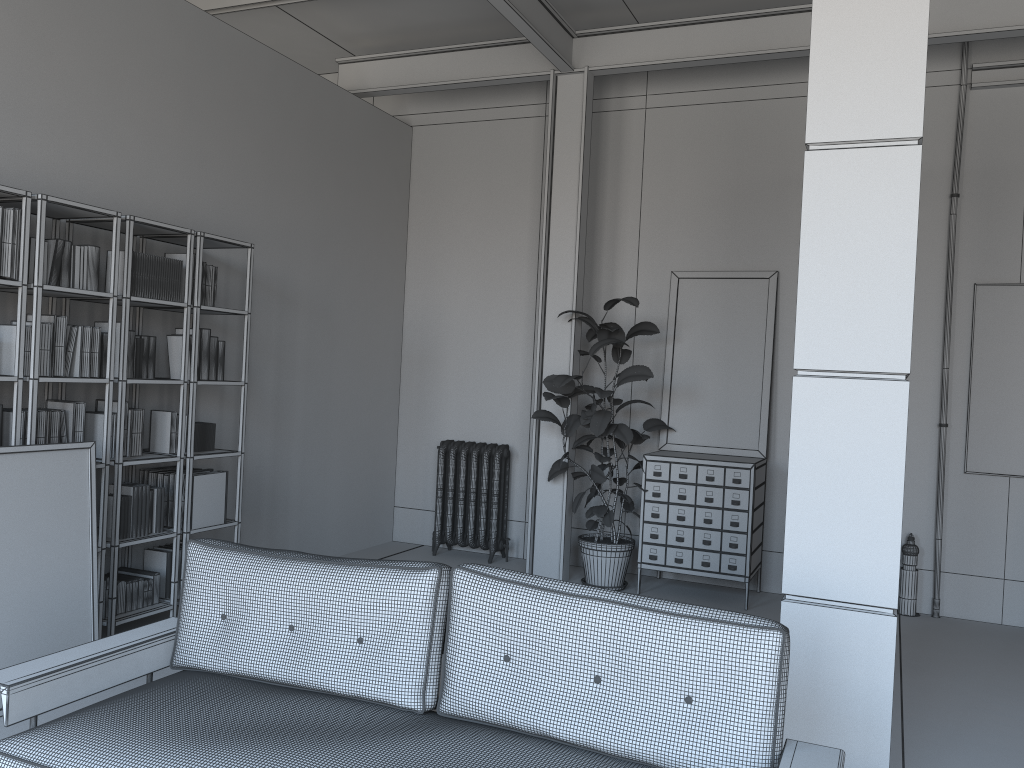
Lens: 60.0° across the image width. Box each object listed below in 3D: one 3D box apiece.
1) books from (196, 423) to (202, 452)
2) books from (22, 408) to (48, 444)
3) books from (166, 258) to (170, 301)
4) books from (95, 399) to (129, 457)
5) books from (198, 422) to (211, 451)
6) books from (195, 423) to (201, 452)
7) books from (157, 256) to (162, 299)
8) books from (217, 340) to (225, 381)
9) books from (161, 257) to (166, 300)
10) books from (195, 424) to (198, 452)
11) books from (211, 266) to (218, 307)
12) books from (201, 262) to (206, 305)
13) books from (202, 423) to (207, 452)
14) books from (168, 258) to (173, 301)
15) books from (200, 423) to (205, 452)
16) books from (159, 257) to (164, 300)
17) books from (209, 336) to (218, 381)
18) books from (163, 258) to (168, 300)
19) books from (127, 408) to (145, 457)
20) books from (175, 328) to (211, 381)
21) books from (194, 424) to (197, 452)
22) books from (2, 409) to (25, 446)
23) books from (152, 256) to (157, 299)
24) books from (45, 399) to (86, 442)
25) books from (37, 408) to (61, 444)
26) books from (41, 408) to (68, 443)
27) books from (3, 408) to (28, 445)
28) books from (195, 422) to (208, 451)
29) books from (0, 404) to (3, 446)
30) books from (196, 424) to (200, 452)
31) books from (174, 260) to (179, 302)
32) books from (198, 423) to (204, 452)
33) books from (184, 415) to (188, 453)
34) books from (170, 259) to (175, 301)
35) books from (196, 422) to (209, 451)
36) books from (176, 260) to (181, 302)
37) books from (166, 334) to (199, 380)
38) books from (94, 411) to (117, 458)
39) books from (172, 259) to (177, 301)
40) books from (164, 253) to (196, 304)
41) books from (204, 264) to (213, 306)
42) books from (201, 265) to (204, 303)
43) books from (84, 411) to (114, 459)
[{"bbox_3d":[-1.894,0.319,5.254,0.134,0.177,0.012,3,0,23],"label":"books"},{"bbox_3d":[-2.358,0.254,4.313,0.193,0.265,0.062,3,0,23],"label":"books"},{"bbox_3d":[-1.945,-0.571,4.841,0.182,0.240,0.016,3,0,23],"label":"books"},{"bbox_3d":[-2.173,0.238,4.797,0.222,0.303,0.038,3,0,23],"label":"books"},{"bbox_3d":[-1.867,0.319,5.318,0.134,0.177,0.012,3,0,23],"label":"books"},{"bbox_3d":[-1.899,0.318,5.243,0.134,0.177,0.012,3,0,23],"label":"books"},{"bbox_3d":[-1.970,-0.572,4.783,0.182,0.240,0.016,3,0,23],"label":"books"},{"bbox_3d":[-1.805,-0.140,5.324,0.180,0.244,0.057,3,0,23],"label":"books"},{"bbox_3d":[-1.957,-0.571,4.812,0.182,0.240,0.016,3,0,23],"label":"books"},{"bbox_3d":[-1.908,0.318,5.222,0.134,0.177,0.012,3,0,23],"label":"books"},{"bbox_3d":[-1.819,-0.573,5.231,0.168,0.243,0.029,3,0,18],"label":"books"},{"bbox_3d":[-1.865,-0.582,5.155,0.189,0.258,0.027,3,0,23],"label":"books"},{"bbox_3d":[-1.881,0.319,5.286,0.134,0.177,0.012,3,0,23],"label":"books"},{"bbox_3d":[-1.939,-0.571,4.855,0.182,0.240,0.016,3,0,23],"label":"books"},{"bbox_3d":[-1.885,0.319,5.275,0.134,0.177,0.012,3,0,23],"label":"books"},{"bbox_3d":[-1.964,-0.572,4.797,0.182,0.240,0.016,3,0,23],"label":"books"},{"bbox_3d":[-1.840,-0.152,5.250,0.195,0.266,0.091,3,0,23],"label":"books"},{"bbox_3d":[-1.951,-0.571,4.826,0.182,0.240,0.016,3,0,23],"label":"books"},{"bbox_3d":[-2.117,0.262,4.841,0.193,0.265,0.091,3,0,23],"label":"books"},{"bbox_3d":[-1.856,-0.173,5.159,0.224,0.304,0.071,3,0,23],"label":"books"},{"bbox_3d":[-1.913,0.318,5.211,0.134,0.177,0.012,3,0,23],"label":"books"},{"bbox_3d":[-2.399,0.253,4.190,0.193,0.265,0.062,3,0,23],"label":"books"},{"bbox_3d":[-1.982,-0.572,4.754,0.182,0.240,0.016,3,0,23],"label":"books"},{"bbox_3d":[-2.281,0.235,4.510,0.222,0.303,0.071,3,0,23],"label":"books"},{"bbox_3d":[-2.321,0.255,4.368,0.193,0.265,0.062,3,0,23],"label":"books"},{"bbox_3d":[-2.312,0.256,4.442,0.193,0.267,0.084,3,0,22],"label":"books"},{"bbox_3d":[-2.379,0.253,4.252,0.193,0.265,0.062,3,0,23],"label":"books"},{"bbox_3d":[-1.876,0.319,5.296,0.134,0.177,0.012,3,0,23],"label":"books"},{"bbox_3d":[-2.439,0.236,4.049,0.243,0.299,0.048,3,0,13],"label":"books"},{"bbox_3d":[-1.904,0.318,5.233,0.134,0.177,0.012,3,0,23],"label":"books"},{"bbox_3d":[-1.920,-0.570,4.898,0.182,0.240,0.016,3,0,23],"label":"books"},{"bbox_3d":[-1.890,0.319,5.265,0.134,0.177,0.012,3,0,23],"label":"books"},{"bbox_3d":[-1.963,0.289,5.183,0.176,0.232,0.015,3,0,23],"label":"books"},{"bbox_3d":[-1.933,-0.571,4.869,0.182,0.240,0.016,3,0,23],"label":"books"},{"bbox_3d":[-1.872,0.319,5.307,0.134,0.177,0.012,3,0,23],"label":"books"},{"bbox_3d":[-1.914,-0.570,4.913,0.182,0.240,0.016,3,0,23],"label":"books"},{"bbox_3d":[-1.885,-0.152,5.090,0.195,0.268,0.084,3,0,24],"label":"books"},{"bbox_3d":[-2.157,0.272,4.729,0.178,0.244,0.057,3,0,23],"label":"books"},{"bbox_3d":[-1.926,-0.570,4.884,0.182,0.240,0.016,3,0,23],"label":"books"},{"bbox_3d":[-1.899,-0.600,5.080,0.243,0.299,0.048,3,0,23],"label":"books"},{"bbox_3d":[-1.844,-0.576,5.189,0.180,0.248,0.054,3,0,23],"label":"books"},{"bbox_3d":[-1.878,-0.573,5.126,0.194,0.241,0.030,3,0,20],"label":"books"},{"bbox_3d":[-2.191,0.270,4.678,0.178,0.244,0.057,3,0,23],"label":"books"}]
